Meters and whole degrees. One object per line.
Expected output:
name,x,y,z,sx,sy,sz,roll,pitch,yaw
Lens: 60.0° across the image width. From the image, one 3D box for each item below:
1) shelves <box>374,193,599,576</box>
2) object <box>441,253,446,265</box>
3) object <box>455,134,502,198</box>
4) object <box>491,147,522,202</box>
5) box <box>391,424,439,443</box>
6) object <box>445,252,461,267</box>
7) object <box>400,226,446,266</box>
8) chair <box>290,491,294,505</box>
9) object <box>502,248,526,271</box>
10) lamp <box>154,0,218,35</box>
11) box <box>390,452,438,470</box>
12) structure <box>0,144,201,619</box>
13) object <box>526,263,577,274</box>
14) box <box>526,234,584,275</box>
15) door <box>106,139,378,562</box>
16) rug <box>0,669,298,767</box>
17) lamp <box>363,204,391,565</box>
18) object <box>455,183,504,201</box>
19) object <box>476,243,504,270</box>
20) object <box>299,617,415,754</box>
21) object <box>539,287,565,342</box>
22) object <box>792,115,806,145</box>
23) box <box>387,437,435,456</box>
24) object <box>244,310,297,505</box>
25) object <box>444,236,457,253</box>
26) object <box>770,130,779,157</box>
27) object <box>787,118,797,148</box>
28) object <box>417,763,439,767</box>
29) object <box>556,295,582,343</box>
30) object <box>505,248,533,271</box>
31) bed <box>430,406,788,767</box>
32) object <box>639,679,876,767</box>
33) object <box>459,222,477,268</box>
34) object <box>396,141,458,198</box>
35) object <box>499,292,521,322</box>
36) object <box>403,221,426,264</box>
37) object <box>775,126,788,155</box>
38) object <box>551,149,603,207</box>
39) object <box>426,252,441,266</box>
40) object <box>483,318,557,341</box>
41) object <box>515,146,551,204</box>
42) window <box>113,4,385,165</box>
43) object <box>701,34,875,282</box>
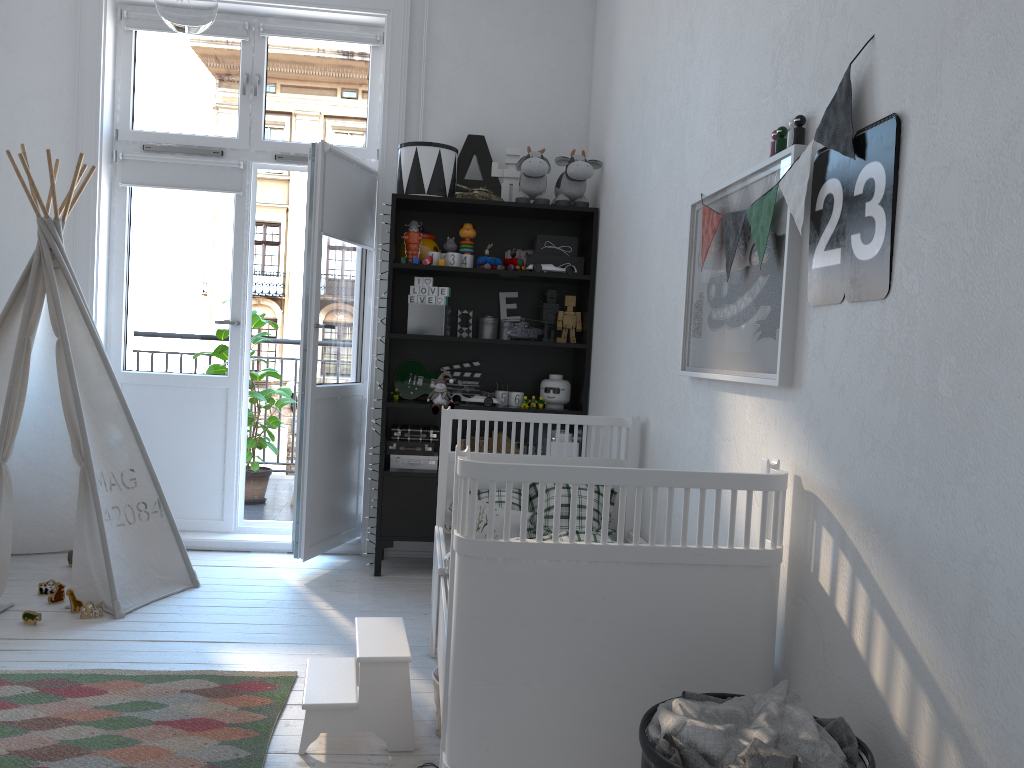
shelves,-0.129,0.027,4.085,0.911,1.678,0.353,3,3,-6
object,-0.302,-0.554,4.011,0.067,0.067,0.067,2,3,-32
object,-0.176,-0.991,4.168,0.343,0.344,0.057,3,3,-6
object,-0.002,-0.954,4.157,0.190,0.291,0.065,3,3,-1
box,-0.445,0.228,4.084,0.215,0.062,0.179,3,2,-6
object,-0.262,-0.549,3.956,0.067,0.067,0.067,3,2,-5
object,-0.408,-0.624,4.024,0.197,0.197,0.318,3,2,-10
chair,-1.031,0.383,5.403,0.436,0.716,0.498,5,3,39
object,0.008,-0.568,4.064,0.087,0.112,0.122,1,3,-35
lamp,-0.700,-1.237,1.622,0.074,1.530,1.381,1,3,-31
box,-0.451,0.351,4.088,0.215,0.062,0.179,3,2,-6
structure,-1.828,-0.070,3.482,1.143,1.750,1.143,2,3,-30
object,0.178,-0.517,3.994,0.230,0.048,0.098,2,2,-16
box,0.203,-0.593,4.134,0.251,0.189,0.179,3,2,-6
door,-1.299,-0.174,4.066,1.264,1.839,0.636,3,3,-4
rug,-1.204,0.894,1.646,1.320,0.016,2.028,3,2,-6
lamp,-0.161,0.019,4.145,0.985,1.685,0.095,3,3,-8
object,-0.162,-0.862,3.991,0.121,0.100,0.338,4,3,29
object,-0.097,-0.571,4.011,0.121,0.126,0.087,2,3,-29
object,-0.409,0.793,2.368,0.288,0.246,0.332,3,2,-11
object,0.183,-0.322,4.132,0.117,0.259,0.081,3,3,-6
object,0.586,-0.517,1.809,0.025,0.064,0.025,2,3,-13
box,-0.467,0.289,4.083,0.215,0.062,0.179,3,2,-6
object,-1.616,0.097,5.356,0.720,1.225,0.489,3,3,4
object,-0.287,-0.603,4.113,0.063,0.160,0.063,2,3,-27
object,0.576,-0.522,1.932,0.025,0.064,0.025,3,3,-10
object,0.583,-0.518,1.834,0.025,0.064,0.025,3,3,-10
object,-0.130,0.864,2.157,0.254,0.152,0.125,3,2,-7
object,0.263,-0.296,4.079,0.114,0.221,0.052,3,3,-6
object,0.139,-0.573,4.234,0.347,0.132,0.037,3,3,-6
bed,0.137,0.528,2.380,0.670,0.833,1.403,3,2,-6
object,0.359,0.736,1.368,0.345,0.513,0.346,2,3,-16
object,-0.203,-0.621,3.998,0.077,0.213,0.077,4,3,28
object,-0.361,-0.955,4.076,0.272,0.259,0.395,4,2,23
object,-0.011,-0.365,4.219,0.107,0.151,0.055,3,3,-6
object,-0.434,-0.627,3.950,0.105,0.203,0.072,3,3,2
object,0.578,-0.521,1.904,0.025,0.064,0.025,3,3,-8
object,0.248,-0.914,4.022,0.211,0.253,0.386,2,2,-22
object,-0.350,-0.554,3.962,0.067,0.067,0.067,3,2,-5
object,0.050,-0.250,4.071,0.368,0.106,0.349,3,2,-4
object,0.097,-0.921,4.002,0.154,0.253,0.370,3,2,2
window,-1.248,-1.431,4.256,1.263,0.660,0.101,3,3,-6
object,0.561,-0.444,1.985,0.058,0.415,0.904,3,2,-7
